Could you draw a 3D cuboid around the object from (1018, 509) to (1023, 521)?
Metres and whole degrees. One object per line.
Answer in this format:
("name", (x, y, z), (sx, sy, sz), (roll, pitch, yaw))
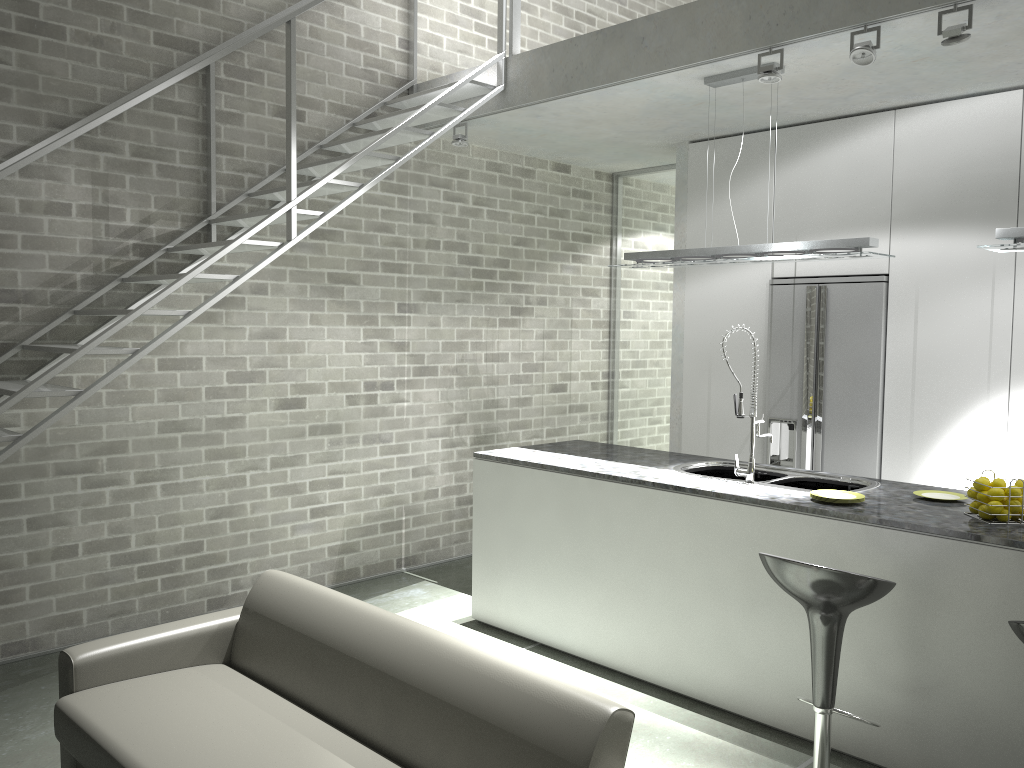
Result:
("object", (1.937, 0.494, 3.333), (0.062, 0.052, 0.053), (0, 4, -15))

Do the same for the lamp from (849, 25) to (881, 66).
("lamp", (1.503, -1.441, 3.787), (0.115, 0.151, 0.115), (1, 4, -2))

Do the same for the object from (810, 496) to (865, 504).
("object", (1.361, 0.483, 3.711), (0.217, 0.017, 0.216), (0, 4, -12))

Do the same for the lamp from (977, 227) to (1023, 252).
("lamp", (2.528, -1.001, 3.163), (0.290, 0.964, 1.490), (-3, 5, -44))

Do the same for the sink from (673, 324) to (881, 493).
("sink", (1.260, 0.222, 4.325), (0.546, 1.023, 0.987), (-3, 5, -44))

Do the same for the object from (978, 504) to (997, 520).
("object", (1.819, 0.488, 3.385), (0.074, 0.063, 0.064), (-2, 4, -34))

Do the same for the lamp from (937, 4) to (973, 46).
("lamp", (1.773, -1.422, 3.544), (0.115, 0.151, 0.115), (1, 4, -2))

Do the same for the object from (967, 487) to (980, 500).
("object", (1.809, 0.430, 3.462), (0.053, 0.051, 0.063), (1, 4, 4))

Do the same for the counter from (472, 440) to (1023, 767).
("counter", (1.637, 0.969, 3.820), (0.900, 0.960, 4.400), (-3, 5, -44))

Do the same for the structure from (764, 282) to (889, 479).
("structure", (1.948, 0.330, 5.562), (0.160, 1.900, 0.743), (-3, 5, -44))

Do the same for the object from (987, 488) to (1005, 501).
("object", (1.827, 0.417, 3.346), (0.053, 0.052, 0.061), (-3, 5, -41))

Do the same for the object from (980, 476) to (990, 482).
("object", (1.838, 0.390, 3.462), (0.052, 0.060, 0.057), (2, 4, 23))

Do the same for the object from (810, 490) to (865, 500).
("object", (1.361, 0.469, 3.710), (0.217, 0.017, 0.216), (0, 4, -12))

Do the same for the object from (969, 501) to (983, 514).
("object", (1.808, 0.478, 3.445), (0.060, 0.057, 0.052), (3, 5, 37))

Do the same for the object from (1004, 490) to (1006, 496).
("object", (1.909, 0.420, 3.400), (0.055, 0.051, 0.061), (3, 4, 30))

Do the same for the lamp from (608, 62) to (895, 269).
("lamp", (1.170, -1.105, 4.539), (0.290, 0.964, 1.490), (-3, 5, -44))

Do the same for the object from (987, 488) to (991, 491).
("object", (1.860, 0.430, 3.435), (0.064, 0.053, 0.051), (4, 5, 38))

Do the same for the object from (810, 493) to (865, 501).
("object", (1.361, 0.474, 3.710), (0.217, 0.017, 0.216), (0, 4, -12))

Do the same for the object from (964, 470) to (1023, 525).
("object", (1.874, 0.431, 3.396), (0.189, 0.174, 0.207), (1, 4, 0))

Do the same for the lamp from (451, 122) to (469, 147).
("lamp", (2.986, -1.511, 5.055), (6.854, 0.136, 0.110), (1, 4, 10))

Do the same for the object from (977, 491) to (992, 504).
("object", (1.816, 0.435, 3.400), (0.062, 0.053, 0.052), (1, 4, 7))

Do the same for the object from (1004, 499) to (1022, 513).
("object", (1.880, 0.458, 3.331), (0.061, 0.055, 0.051), (2, 4, 15))

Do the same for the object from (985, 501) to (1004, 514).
("object", (1.810, 0.464, 3.328), (0.061, 0.054, 0.052), (2, 4, 12))

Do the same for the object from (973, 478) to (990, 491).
("object", (1.809, 0.389, 3.417), (0.053, 0.051, 0.063), (0, 4, -7))

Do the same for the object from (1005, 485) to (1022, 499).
("object", (1.884, 0.407, 3.333), (0.063, 0.053, 0.051), (-3, 5, -42))

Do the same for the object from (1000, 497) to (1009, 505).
("object", (1.871, 0.452, 3.360), (0.051, 0.053, 0.062), (4, 5, 43))

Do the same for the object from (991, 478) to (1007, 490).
("object", (1.867, 0.387, 3.400), (0.051, 0.053, 0.063), (3, 5, 37))

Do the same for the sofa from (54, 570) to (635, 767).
("sofa", (-0.617, 1.155, 2.700), (0.902, 0.717, 2.114), (-3, 5, -44))

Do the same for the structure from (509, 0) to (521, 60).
("structure", (1.961, -2.265, 3.303), (0.070, 0.972, 5.560), (-3, 5, -44))

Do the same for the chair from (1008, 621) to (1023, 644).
("chair", (1.649, 1.087, 2.516), (0.457, 0.931, 0.464), (3, 4, 26))

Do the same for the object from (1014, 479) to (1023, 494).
("object", (1.938, 0.392, 3.372), (0.050, 0.060, 0.059), (3, 4, 35))

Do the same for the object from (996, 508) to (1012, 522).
("object", (1.850, 0.493, 3.336), (0.051, 0.053, 0.063), (4, 5, 43))

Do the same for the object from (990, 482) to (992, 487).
("object", (1.891, 0.403, 3.463), (0.063, 0.051, 0.053), (0, 4, -9))

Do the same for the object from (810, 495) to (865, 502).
("object", (1.361, 0.479, 3.711), (0.217, 0.017, 0.216), (0, 4, -12))

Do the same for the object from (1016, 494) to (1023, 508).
("object", (1.934, 0.442, 3.355), (0.061, 0.054, 0.053), (0, 4, -8))

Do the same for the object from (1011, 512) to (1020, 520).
("object", (1.913, 0.492, 3.387), (0.061, 0.055, 0.050), (0, 4, -9))

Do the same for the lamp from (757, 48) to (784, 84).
("lamp", (1.196, -1.473, 4.108), (0.109, 0.136, 0.109), (1, 4, -2))

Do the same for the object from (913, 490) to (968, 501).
("object", (1.839, 0.483, 3.804), (0.217, 0.017, 0.216), (-1, 4, -19))

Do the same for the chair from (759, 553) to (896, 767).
("chair", (1.099, 1.042, 3.122), (0.464, 0.931, 0.457), (-1, 4, -31))

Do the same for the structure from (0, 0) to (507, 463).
("structure", (-1.912, -0.721, 4.171), (4.345, 4.246, 0.902), (-3, 5, -44))
